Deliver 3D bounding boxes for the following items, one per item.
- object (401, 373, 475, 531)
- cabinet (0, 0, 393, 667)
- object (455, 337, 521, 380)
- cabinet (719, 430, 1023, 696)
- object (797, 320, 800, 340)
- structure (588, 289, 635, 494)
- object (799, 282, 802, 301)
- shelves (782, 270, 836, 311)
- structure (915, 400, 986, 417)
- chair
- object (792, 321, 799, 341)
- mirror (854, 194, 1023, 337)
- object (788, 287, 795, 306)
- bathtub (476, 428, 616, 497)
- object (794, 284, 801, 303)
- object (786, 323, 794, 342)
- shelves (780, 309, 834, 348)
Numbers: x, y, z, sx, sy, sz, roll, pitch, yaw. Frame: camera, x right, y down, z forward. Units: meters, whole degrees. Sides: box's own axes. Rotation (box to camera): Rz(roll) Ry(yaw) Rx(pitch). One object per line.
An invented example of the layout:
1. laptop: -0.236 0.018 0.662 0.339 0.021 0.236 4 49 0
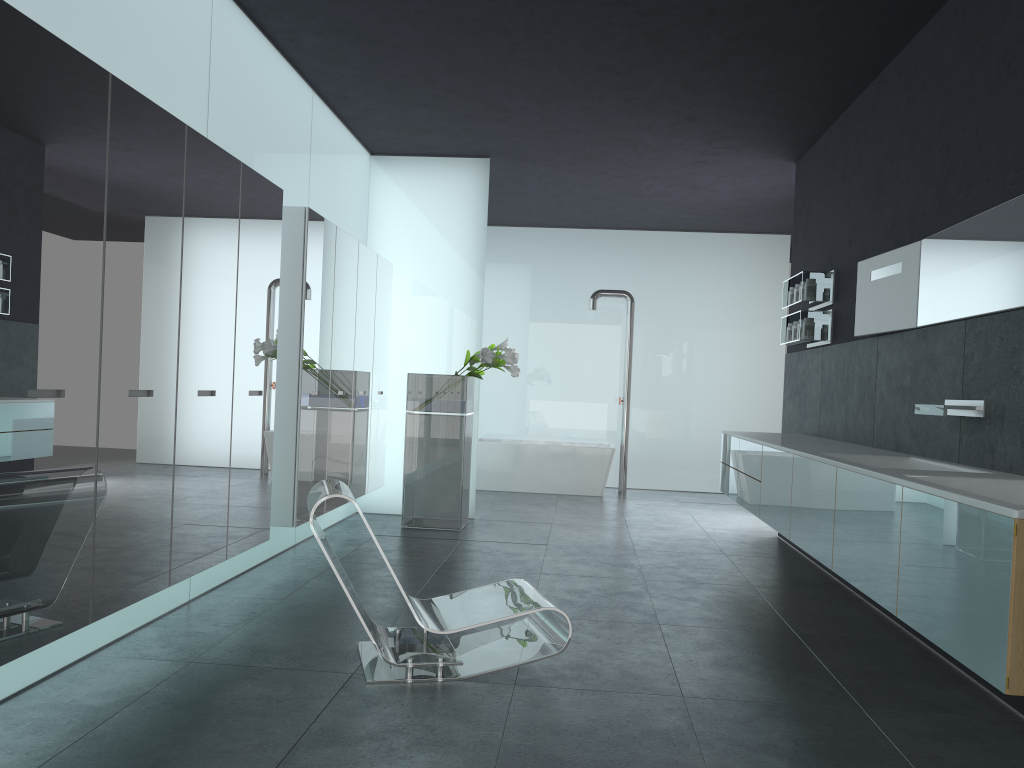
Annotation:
1. object: -0.725 0.654 8.790 0.585 1.491 0.575 3 1 5
2. cabinet: -1.665 -0.124 5.875 0.398 2.216 6.003 3 0 5
3. object: -0.427 -0.104 8.606 1.024 0.780 0.974 2 0 -3
4. cabinet: 2.079 0.697 5.411 0.734 0.557 5.582 3 0 5
5. object: 2.512 -0.462 7.651 0.096 0.184 0.067 3 1 3
6. structure: 1.327 0.133 12.268 0.643 2.873 0.123 3 1 4
7. object: 2.527 -0.789 7.646 0.096 0.184 0.067 3 1 3
8. shelves: 2.586 -0.809 7.764 0.265 0.285 0.769 3 0 5
9. structure: 2.318 0.125 4.726 0.186 0.088 0.482 2 0 5
10. chair: -0.387 0.953 4.439 1.261 0.871 0.628 2 0 -14
11. object: 2.527 -0.460 7.839 0.096 0.184 0.067 3 1 13
12. mirror: 2.415 -0.620 4.489 0.109 0.532 3.722 3 0 3
13. object: 2.559 -0.785 8.048 0.096 0.184 0.067 2 1 -4
14. bathtub: 0.430 1.048 12.353 1.977 0.859 0.960 2 0 5
15. object: 2.542 -0.787 7.834 0.096 0.184 0.067 3 1 13
16. object: 2.544 -0.458 8.053 0.096 0.184 0.067 2 1 -4
17. shelves: 2.572 -0.481 7.769 0.265 0.285 0.769 3 0 5
